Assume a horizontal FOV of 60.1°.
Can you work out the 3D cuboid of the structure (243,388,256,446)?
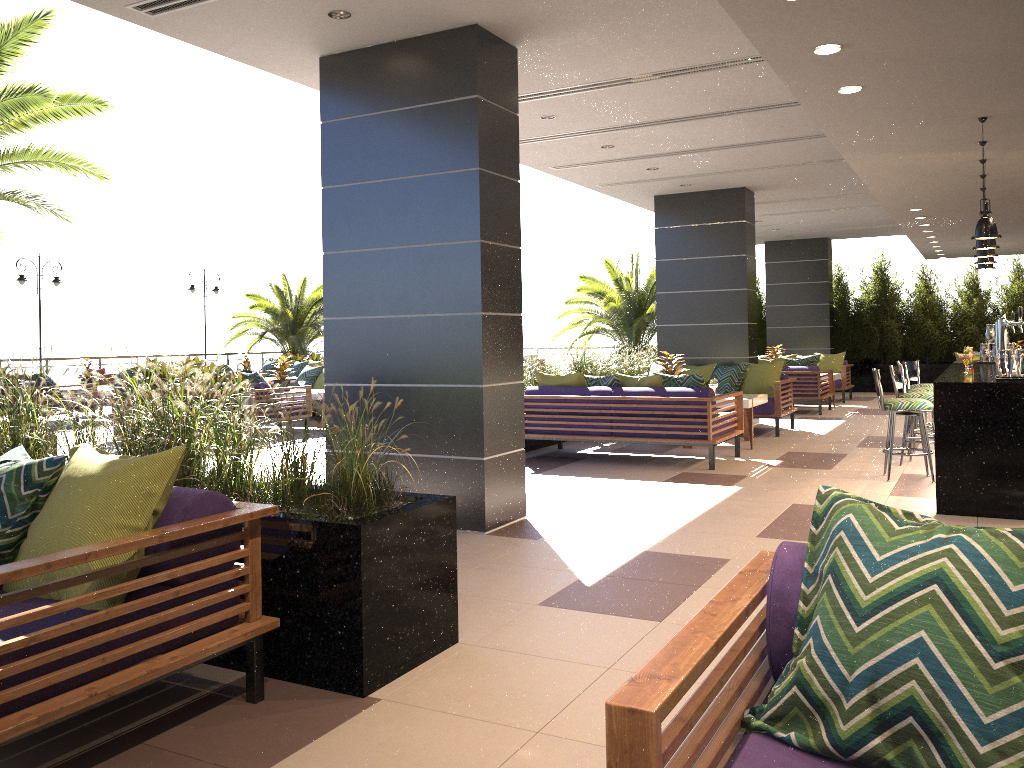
[{"bbox_3d":[-3.283,0.409,11.060,0.100,0.701,0.180,-1,-1,28],"label":"structure"}]

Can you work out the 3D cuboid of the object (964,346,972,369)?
[{"bbox_3d":[4.204,-0.246,8.163,0.069,0.211,0.069,-1,0,11],"label":"object"}]

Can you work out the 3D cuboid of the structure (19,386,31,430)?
[{"bbox_3d":[-7.245,0.381,13.172,0.100,0.701,0.180,-1,-1,28],"label":"structure"}]

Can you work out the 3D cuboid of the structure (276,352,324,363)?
[{"bbox_3d":[-4.693,-0.159,20.519,2.250,1.173,0.737,0,1,30],"label":"structure"}]

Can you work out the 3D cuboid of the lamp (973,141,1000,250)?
[{"bbox_3d":[3.782,-1.510,7.081,0.163,0.865,0.162,-1,-1,-19],"label":"lamp"}]

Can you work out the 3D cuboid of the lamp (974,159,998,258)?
[{"bbox_3d":[4.186,-1.554,7.838,0.163,0.865,0.162,-1,-1,-19],"label":"lamp"}]

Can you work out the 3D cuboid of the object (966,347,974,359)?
[{"bbox_3d":[4.809,-0.297,9.298,0.069,0.181,0.069,-1,0,0],"label":"object"}]

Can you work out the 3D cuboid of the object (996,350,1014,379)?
[{"bbox_3d":[3.367,-0.126,6.044,0.105,0.209,0.105,-1,0,33],"label":"object"}]

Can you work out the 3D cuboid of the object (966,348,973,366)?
[{"bbox_3d":[4.521,-0.270,8.766,0.084,0.190,0.067,-1,0,-37],"label":"object"}]

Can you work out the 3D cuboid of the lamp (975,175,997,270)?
[{"bbox_3d":[4.798,-1.622,8.987,0.192,0.864,1.082,-1,1,28],"label":"lamp"}]

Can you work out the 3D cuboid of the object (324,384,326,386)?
[{"bbox_3d":[-2.783,-0.004,13.251,0.067,0.190,0.084,-1,0,-32],"label":"object"}]

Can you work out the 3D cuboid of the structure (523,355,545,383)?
[{"bbox_3d":[-1.338,-0.469,21.918,4.399,1.329,0.805,0,1,28],"label":"structure"}]

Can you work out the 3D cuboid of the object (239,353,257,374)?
[{"bbox_3d":[-5.638,-0.384,18.742,0.425,0.527,0.430,-2,1,-35],"label":"object"}]

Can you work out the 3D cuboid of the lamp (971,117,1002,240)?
[{"bbox_3d":[3.365,-1.464,6.298,0.163,0.865,0.162,-1,-1,-19],"label":"lamp"}]

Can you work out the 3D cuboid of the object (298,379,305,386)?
[{"bbox_3d":[-3.032,0.021,12.768,0.106,0.197,0.105,-1,0,-29],"label":"object"}]

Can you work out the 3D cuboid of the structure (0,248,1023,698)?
[{"bbox_3d":[2.783,-0.795,8.537,7.814,3.123,24.744,0,3,28],"label":"structure"}]

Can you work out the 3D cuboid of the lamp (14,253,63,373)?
[{"bbox_3d":[-10.179,-1.165,19.098,0.264,3.330,1.122,-1,-1,28],"label":"lamp"}]

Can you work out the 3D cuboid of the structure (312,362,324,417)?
[{"bbox_3d":[-2.514,0.068,15.001,2.418,1.174,0.701,0,1,30],"label":"structure"}]

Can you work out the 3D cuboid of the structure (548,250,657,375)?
[{"bbox_3d":[2.716,-1.419,19.698,3.801,3.305,3.752,-2,1,-19],"label":"structure"}]

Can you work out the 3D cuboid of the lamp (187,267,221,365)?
[{"bbox_3d":[-8.021,-1.402,23.145,0.264,3.330,1.122,-1,-1,28],"label":"lamp"}]

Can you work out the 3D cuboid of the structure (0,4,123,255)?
[{"bbox_3d":[-7.401,-2.283,10.823,4.745,6.507,4.705,-2,1,-44],"label":"structure"}]

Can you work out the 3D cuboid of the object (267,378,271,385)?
[{"bbox_3d":[-3.802,-0.008,13.829,0.069,0.181,0.068,-1,0,-29],"label":"object"}]

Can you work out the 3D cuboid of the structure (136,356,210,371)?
[{"bbox_3d":[-6.531,0.040,17.121,2.247,1.173,0.714,0,1,25],"label":"structure"}]

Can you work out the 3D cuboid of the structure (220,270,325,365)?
[{"bbox_3d":[-5.943,-1.477,24.249,3.800,3.305,3.753,-1,1,-4],"label":"structure"}]

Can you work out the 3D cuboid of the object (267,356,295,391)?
[{"bbox_3d":[-3.437,-0.161,13.283,0.425,0.527,0.430,-2,1,-45],"label":"object"}]

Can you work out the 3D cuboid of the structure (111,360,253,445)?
[{"bbox_3d":[-4.327,0.267,11.608,2.250,1.173,0.737,0,1,30],"label":"structure"}]

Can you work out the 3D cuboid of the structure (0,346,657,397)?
[{"bbox_3d":[-4.738,0.024,15.861,12.912,1.059,17.514,0,3,28],"label":"structure"}]

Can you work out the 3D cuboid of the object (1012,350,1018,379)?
[{"bbox_3d":[3.473,-0.133,6.132,0.105,0.209,0.105,-1,0,33],"label":"object"}]

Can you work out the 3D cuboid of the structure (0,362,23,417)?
[{"bbox_3d":[-8.328,0.240,13.702,2.250,1.173,0.737,0,1,30],"label":"structure"}]

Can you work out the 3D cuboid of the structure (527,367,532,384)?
[{"bbox_3d":[0.359,0.009,17.891,0.100,0.701,0.180,-1,-1,28],"label":"structure"}]

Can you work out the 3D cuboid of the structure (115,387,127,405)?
[{"bbox_3d":[-5.376,0.395,12.176,0.100,0.701,0.180,-1,-1,28],"label":"structure"}]

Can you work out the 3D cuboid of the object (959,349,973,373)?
[{"bbox_3d":[3.739,-0.188,7.290,0.106,0.197,0.105,-1,0,-34],"label":"object"}]

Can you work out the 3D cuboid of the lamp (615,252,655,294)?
[{"bbox_3d":[3.048,-1.523,21.353,1.121,3.330,0.264,-1,-1,28],"label":"lamp"}]

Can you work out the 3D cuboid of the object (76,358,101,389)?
[{"bbox_3d":[-7.369,-0.188,15.375,0.430,0.527,0.425,-1,1,-30],"label":"object"}]

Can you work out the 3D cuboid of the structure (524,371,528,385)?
[{"bbox_3d":[-0.692,-0.133,18.425,2.250,1.173,0.737,0,1,30],"label":"structure"}]
